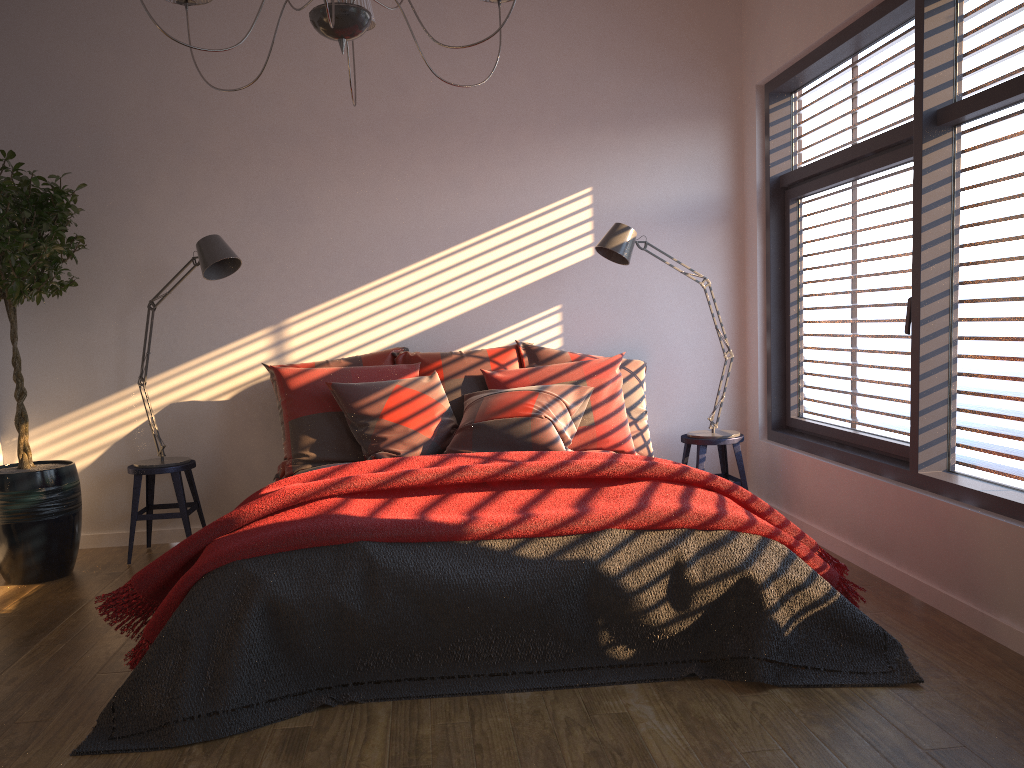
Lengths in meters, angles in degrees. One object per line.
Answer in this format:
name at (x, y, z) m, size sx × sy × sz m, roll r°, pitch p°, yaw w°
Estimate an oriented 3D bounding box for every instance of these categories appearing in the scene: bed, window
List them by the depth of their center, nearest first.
window at (1.630, -0.573, 3.618) m, size 0.170 × 1.951 × 2.623 m, roll -3°, pitch 5°, yaw -6°
bed at (-0.134, 0.494, 3.839) m, size 2.035 × 0.774 × 2.302 m, roll -3°, pitch 4°, yaw -6°

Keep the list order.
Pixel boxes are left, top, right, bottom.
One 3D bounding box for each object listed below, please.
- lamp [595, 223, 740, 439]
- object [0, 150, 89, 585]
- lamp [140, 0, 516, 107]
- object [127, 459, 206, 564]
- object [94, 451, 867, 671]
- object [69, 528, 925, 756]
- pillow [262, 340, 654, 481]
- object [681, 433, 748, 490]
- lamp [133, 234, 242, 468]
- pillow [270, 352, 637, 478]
lamp at (0.813, -0.270, 4.641) m, size 0.787 × 1.134 × 0.278 m, roll -4°, pitch 7°, yaw -14°
object at (-2.381, -0.060, 4.173) m, size 0.812 × 2.032 × 0.796 m, roll -3°, pitch 7°, yaw -2°
lamp at (-0.489, -1.407, 2.388) m, size 1.100 × 1.085 × 1.240 m, roll -3°, pitch 5°, yaw -6°
object at (-1.812, 0.655, 4.644) m, size 0.338 × 0.483 × 0.340 m, roll -3°, pitch 6°, yaw -6°
object at (-0.091, 0.605, 3.189) m, size 2.644 × 0.664 × 0.679 m, roll -3°, pitch 5°, yaw -5°
object at (-0.039, 0.642, 3.056) m, size 2.505 × 0.571 × 1.116 m, roll -3°, pitch 5°, yaw -5°
pillow at (-0.202, 0.168, 4.409) m, size 2.141 × 0.738 × 1.138 m, roll -3°, pitch 5°, yaw -7°
object at (1.088, 0.517, 4.804) m, size 0.338 × 0.483 × 0.340 m, roll -3°, pitch 6°, yaw -8°
lamp at (-1.639, -0.147, 4.407) m, size 0.788 × 1.134 × 0.278 m, roll 2°, pitch 8°, yaw 35°
pillow at (-0.286, 0.142, 4.431) m, size 1.814 × 0.555 × 0.525 m, roll -3°, pitch 6°, yaw -5°
